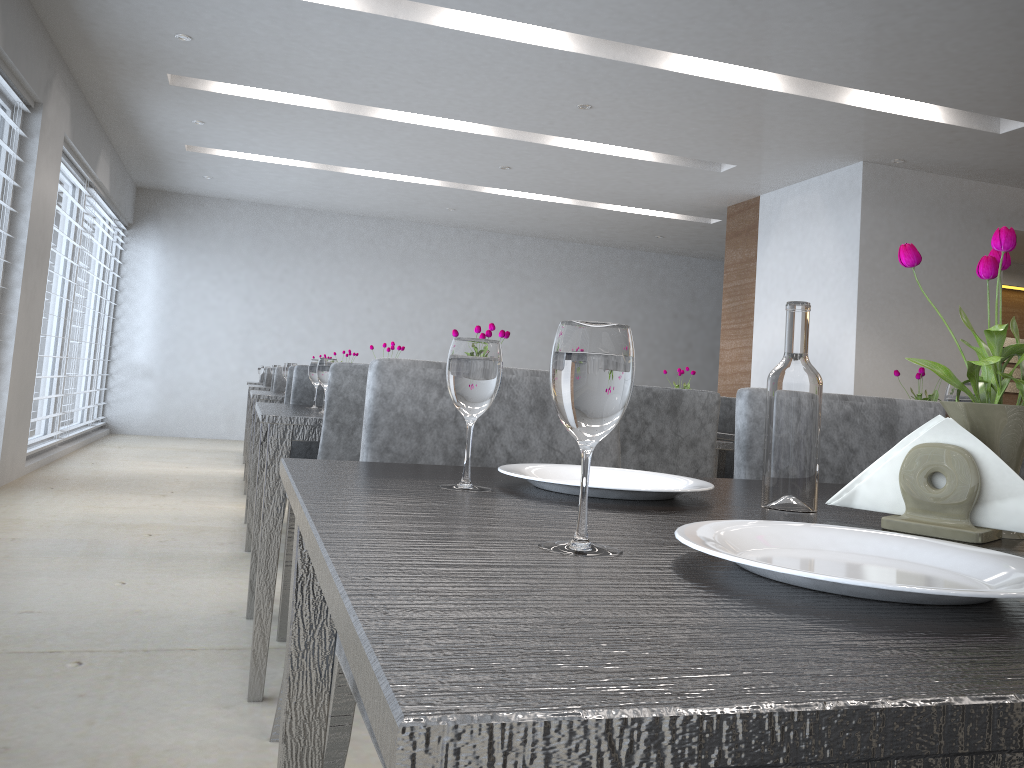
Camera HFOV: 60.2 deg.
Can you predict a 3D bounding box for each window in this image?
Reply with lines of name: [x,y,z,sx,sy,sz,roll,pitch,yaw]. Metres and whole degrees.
window: [-3.561,-0.575,7.124,0.158,2.083,3.651,6,-2,-17]
window: [-1.808,-0.482,1.397,0.158,2.081,7.088,6,-1,-17]

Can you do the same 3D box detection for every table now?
table: [1.322,0.529,2.910,1.186,0.638,0.775,5,-2,-17]
table: [-0.621,0.395,4.092,1.186,0.638,0.775,5,-2,-17]
table: [-1.640,0.341,7.423,1.186,0.638,0.775,5,-2,-17]
table: [0.398,0.448,0.763,1.186,0.638,0.775,5,-2,-17]
table: [-1.120,0.368,5.724,1.186,0.638,0.775,5,-2,-17]
table: [-0.126,0.421,2.476,1.186,0.638,0.775,5,-2,-17]

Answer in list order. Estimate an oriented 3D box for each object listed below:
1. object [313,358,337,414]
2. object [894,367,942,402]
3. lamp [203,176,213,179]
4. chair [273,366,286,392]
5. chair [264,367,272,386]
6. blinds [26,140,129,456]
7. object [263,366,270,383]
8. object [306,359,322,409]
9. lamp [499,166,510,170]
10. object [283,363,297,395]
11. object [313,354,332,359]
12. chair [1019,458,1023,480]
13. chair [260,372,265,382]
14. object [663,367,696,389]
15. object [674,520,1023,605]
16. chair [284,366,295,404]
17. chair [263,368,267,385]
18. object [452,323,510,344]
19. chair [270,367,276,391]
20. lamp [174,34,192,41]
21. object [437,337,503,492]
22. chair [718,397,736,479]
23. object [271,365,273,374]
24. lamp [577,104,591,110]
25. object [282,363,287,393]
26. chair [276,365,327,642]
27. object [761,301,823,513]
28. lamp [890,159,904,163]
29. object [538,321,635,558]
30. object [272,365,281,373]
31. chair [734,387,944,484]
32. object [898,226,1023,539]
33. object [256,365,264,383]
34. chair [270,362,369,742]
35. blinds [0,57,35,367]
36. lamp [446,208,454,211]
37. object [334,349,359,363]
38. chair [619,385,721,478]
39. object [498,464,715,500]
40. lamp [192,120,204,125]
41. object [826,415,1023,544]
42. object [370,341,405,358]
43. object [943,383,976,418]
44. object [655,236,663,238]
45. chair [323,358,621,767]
object: [-0.475,0.005,2.253,0.053,0.140,0.053,2,-5,31]
object: [1.356,0.074,2.928,0.154,0.278,0.103,5,-4,-19]
lamp: [-2.856,-1.937,8.298,0.089,0.007,0.088,4,0,28]
chair: [-0.982,0.307,4.359,0.475,0.767,0.491,6,-4,-22]
chair: [-1.481,0.280,5.991,0.475,0.767,0.491,6,-4,-22]
blinds: [-3.461,-0.594,7.165,0.045,2.053,3.643,6,-2,-17]
object: [-2.074,-0.080,7.480,0.053,0.140,0.053,2,-5,31]
object: [-0.560,0.000,2.532,0.053,0.140,0.053,2,-5,25]
lamp: [-0.061,-1.740,7.117,0.089,0.007,0.088,4,0,28]
object: [-0.970,-0.022,3.872,0.053,0.140,0.053,2,-5,25]
object: [-1.606,-0.115,7.441,0.154,0.278,0.103,5,-4,-19]
chair: [1.180,0.453,2.489,0.476,0.767,0.490,5,-4,-12]
chair: [-2.001,0.253,7.690,0.475,0.767,0.491,6,-4,-22]
object: [0.862,0.048,4.544,0.154,0.278,0.103,5,-4,-19]
object: [0.206,0.106,0.523,0.216,0.015,0.217,4,0,-39]
chair: [-0.762,0.319,3.670,0.476,0.767,0.490,5,-4,-12]
chair: [-1.782,0.265,7.002,0.476,0.767,0.490,5,-4,-12]
object: [-0.091,-0.035,2.494,0.154,0.278,0.103,5,-4,-19]
chair: [-1.262,0.292,5.303,0.476,0.767,0.490,5,-4,-12]
lamp: [-1.785,-1.880,4.797,0.089,0.007,0.088,4,0,28]
object: [-0.038,0.028,0.827,0.053,0.140,0.053,2,-5,31]
chair: [0.961,0.442,3.177,0.475,0.767,0.491,6,-4,-22]
object: [-1.555,-0.052,5.782,0.053,0.140,0.053,2,-5,31]
lamp: [0.444,-1.713,5.466,0.089,0.007,0.088,4,0,28]
object: [-1.055,-0.026,4.150,0.053,0.140,0.053,2,-5,25]
chair: [-0.487,0.333,2.743,0.475,0.767,0.491,6,-4,-22]
object: [0.272,0.021,0.855,0.052,0.202,0.051,1,-6,37]
lamp: [2.673,-1.545,6.134,0.089,0.007,0.088,4,0,28]
object: [0.047,0.032,0.549,0.053,0.140,0.053,2,-5,31]
object: [-1.469,-0.048,5.503,0.053,0.140,0.053,2,-5,31]
chair: [0.560,0.400,1.178,0.476,0.767,0.490,5,-4,-12]
object: [0.433,-0.007,0.780,0.154,0.278,0.103,5,-4,-19]
object: [-2.044,-0.080,7.182,0.053,0.140,0.053,2,-5,31]
chair: [-0.268,0.345,2.055,0.476,0.767,0.490,5,-4,-12]
blinds: [-1.703,-0.501,1.419,0.045,2.052,7.083,6,-1,-17]
lamp: [-0.627,-1.769,8.967,0.089,0.007,0.088,4,0,28]
object: [-1.085,-0.087,5.742,0.154,0.278,0.103,5,-4,-19]
chair: [0.218,0.382,2.260,0.475,0.767,0.491,6,-4,-22]
object: [0.093,0.100,0.891,0.216,0.015,0.217,4,0,-39]
lamp: [-2.290,-1.907,6.449,0.089,0.007,0.088,4,0,28]
object: [0.367,0.076,0.750,0.203,0.100,0.069,3,-3,43]
object: [-0.586,-0.061,4.109,0.154,0.278,0.103,5,-4,-19]
object: [0.512,0.069,0.993,0.053,0.140,0.053,2,-5,31]
object: [1.602,-1.602,9.635,0.089,0.007,0.088,4,0,28]
chair: [0.037,0.361,1.030,0.475,0.767,0.491,6,-4,-22]
